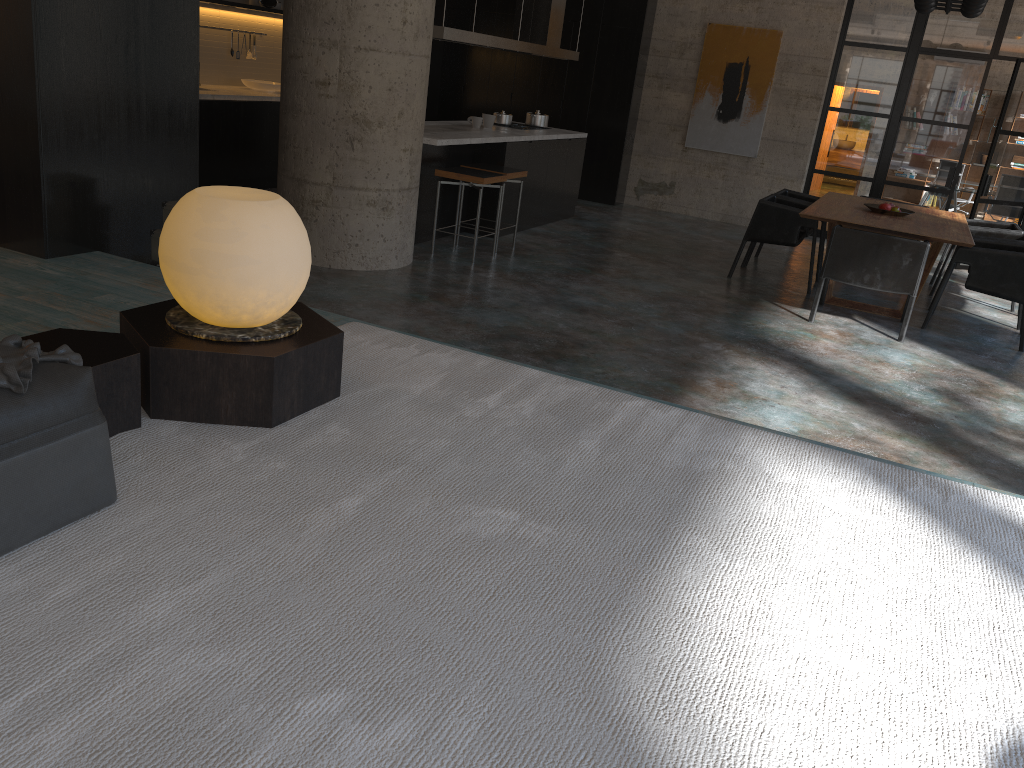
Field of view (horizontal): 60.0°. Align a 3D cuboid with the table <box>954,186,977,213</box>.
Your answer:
[{"bbox_3d":[6.759,-2.290,12.450,1.800,0.721,0.800,15,21,21],"label":"table"}]

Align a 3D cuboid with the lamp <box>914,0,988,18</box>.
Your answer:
[{"bbox_3d":[3.678,-3.729,7.097,0.583,1.327,1.813,15,21,21],"label":"lamp"}]

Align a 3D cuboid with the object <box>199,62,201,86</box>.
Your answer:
[{"bbox_3d":[-3.353,-3.300,9.265,0.060,0.336,0.291,13,20,15],"label":"object"}]

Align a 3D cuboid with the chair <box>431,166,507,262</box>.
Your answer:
[{"bbox_3d":[-0.377,-1.440,7.506,0.450,0.698,0.450,15,21,21],"label":"chair"}]

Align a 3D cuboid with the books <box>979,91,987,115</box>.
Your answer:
[{"bbox_3d":[8.151,-4.863,15.360,0.036,0.379,0.244,15,21,21],"label":"books"}]

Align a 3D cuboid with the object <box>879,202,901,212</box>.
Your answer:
[{"bbox_3d":[3.350,-1.560,7.850,0.219,0.097,0.100,-1,22,-23],"label":"object"}]

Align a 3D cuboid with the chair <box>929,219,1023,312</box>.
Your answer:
[{"bbox_3d":[4.544,-1.194,8.586,0.754,0.738,0.707,15,21,21],"label":"chair"}]

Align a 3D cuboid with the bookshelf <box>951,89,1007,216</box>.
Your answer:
[{"bbox_3d":[8.293,-3.984,15.533,3.034,2.179,0.366,15,21,21],"label":"bookshelf"}]

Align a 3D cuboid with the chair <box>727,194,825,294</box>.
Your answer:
[{"bbox_3d":[2.502,-1.323,8.190,0.754,0.738,0.707,15,21,21],"label":"chair"}]

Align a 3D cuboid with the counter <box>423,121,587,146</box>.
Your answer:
[{"bbox_3d":[-0.319,-2.486,8.703,1.000,0.046,3.500,15,21,21],"label":"counter"}]

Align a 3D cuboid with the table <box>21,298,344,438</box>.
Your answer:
[{"bbox_3d":[-0.989,-0.052,2.781,0.616,0.230,1.044,15,21,21],"label":"table"}]

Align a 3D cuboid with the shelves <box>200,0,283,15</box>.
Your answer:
[{"bbox_3d":[-2.910,-4.099,9.629,0.403,0.043,4.362,15,21,21],"label":"shelves"}]

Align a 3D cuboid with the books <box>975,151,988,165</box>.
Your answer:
[{"bbox_3d":[8.282,-3.941,15.532,0.249,0.218,0.204,15,21,21],"label":"books"}]

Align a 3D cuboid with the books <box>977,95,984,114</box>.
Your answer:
[{"bbox_3d":[8.102,-4.848,15.381,0.055,0.326,0.255,15,21,21],"label":"books"}]

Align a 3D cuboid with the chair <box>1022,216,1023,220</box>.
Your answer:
[{"bbox_3d":[6.671,-2.319,12.065,0.653,1.015,0.684,15,21,20],"label":"chair"}]

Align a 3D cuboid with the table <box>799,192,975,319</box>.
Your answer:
[{"bbox_3d":[3.327,-1.168,8.037,1.299,0.756,2.410,15,21,21],"label":"table"}]

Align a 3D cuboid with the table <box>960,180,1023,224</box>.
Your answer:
[{"bbox_3d":[7.346,-2.835,14.170,1.800,0.721,0.800,15,21,21],"label":"table"}]

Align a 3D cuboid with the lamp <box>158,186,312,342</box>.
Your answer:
[{"bbox_3d":[-0.876,-0.398,2.822,0.462,0.417,0.462,-8,25,-37],"label":"lamp"}]

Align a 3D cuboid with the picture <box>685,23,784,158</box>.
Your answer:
[{"bbox_3d":[2.748,-3.652,11.053,0.928,1.494,0.029,15,21,21],"label":"picture"}]

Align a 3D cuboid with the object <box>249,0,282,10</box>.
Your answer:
[{"bbox_3d":[-2.705,-4.335,9.936,0.334,0.240,0.462,14,21,18],"label":"object"}]

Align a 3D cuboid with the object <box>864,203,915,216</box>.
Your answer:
[{"bbox_3d":[3.349,-1.555,7.878,0.435,0.079,0.435,-4,23,-29],"label":"object"}]

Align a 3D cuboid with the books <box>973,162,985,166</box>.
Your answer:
[{"bbox_3d":[8.268,-3.843,15.568,0.335,0.033,0.284,15,21,21],"label":"books"}]

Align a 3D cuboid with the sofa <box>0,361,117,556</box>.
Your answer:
[{"bbox_3d":[-1.798,0.113,1.360,1.019,0.680,2.063,15,21,21],"label":"sofa"}]

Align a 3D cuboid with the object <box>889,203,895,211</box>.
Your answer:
[{"bbox_3d":[3.395,-1.568,7.907,0.110,0.082,0.088,-3,22,-26],"label":"object"}]

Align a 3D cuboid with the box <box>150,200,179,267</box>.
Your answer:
[{"bbox_3d":[-1.625,-0.686,4.453,0.280,0.441,0.331,11,20,11],"label":"box"}]

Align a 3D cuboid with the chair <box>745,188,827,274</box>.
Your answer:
[{"bbox_3d":[2.812,-1.513,8.827,0.754,0.738,0.707,15,21,21],"label":"chair"}]

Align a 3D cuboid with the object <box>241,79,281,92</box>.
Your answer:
[{"bbox_3d":[-2.772,-3.325,9.910,0.490,0.093,0.490,14,21,18],"label":"object"}]

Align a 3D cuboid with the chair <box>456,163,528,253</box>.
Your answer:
[{"bbox_3d":[-0.198,-1.594,7.997,0.450,0.698,0.450,15,21,21],"label":"chair"}]

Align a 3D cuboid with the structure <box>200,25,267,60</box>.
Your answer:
[{"bbox_3d":[-3.105,-3.768,9.828,0.074,0.315,1.171,15,21,21],"label":"structure"}]

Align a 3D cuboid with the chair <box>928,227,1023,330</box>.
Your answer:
[{"bbox_3d":[4.235,-0.982,7.888,0.754,0.738,0.707,17,22,25],"label":"chair"}]

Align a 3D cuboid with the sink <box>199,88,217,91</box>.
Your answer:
[{"bbox_3d":[-3.361,-2.845,8.689,0.458,0.134,0.890,15,21,21],"label":"sink"}]

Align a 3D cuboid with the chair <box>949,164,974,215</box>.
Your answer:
[{"bbox_3d":[6.729,-2.894,13.672,0.684,1.015,0.653,-5,23,-32],"label":"chair"}]

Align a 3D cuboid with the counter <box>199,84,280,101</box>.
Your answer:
[{"bbox_3d":[-2.766,-3.173,9.838,1.000,0.142,4.360,15,21,21],"label":"counter"}]

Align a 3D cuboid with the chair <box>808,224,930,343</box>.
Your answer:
[{"bbox_3d":[2.812,-0.837,6.963,0.707,0.738,0.754,15,21,21],"label":"chair"}]

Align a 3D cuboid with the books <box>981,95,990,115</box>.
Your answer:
[{"bbox_3d":[8.199,-4.830,15.366,0.055,0.326,0.255,15,21,21],"label":"books"}]

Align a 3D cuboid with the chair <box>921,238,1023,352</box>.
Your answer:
[{"bbox_3d":[3.841,-0.773,7.167,0.754,0.738,0.707,17,22,25],"label":"chair"}]

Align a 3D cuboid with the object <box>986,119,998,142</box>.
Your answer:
[{"bbox_3d":[8.334,-4.385,15.352,0.121,0.395,0.062,16,22,23],"label":"object"}]

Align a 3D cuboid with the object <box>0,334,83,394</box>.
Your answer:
[{"bbox_3d":[-1.236,-0.040,1.985,0.433,0.185,0.429,14,21,17],"label":"object"}]

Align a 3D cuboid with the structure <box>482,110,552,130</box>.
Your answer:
[{"bbox_3d":[0.071,-2.903,9.654,0.506,0.187,0.833,15,21,21],"label":"structure"}]

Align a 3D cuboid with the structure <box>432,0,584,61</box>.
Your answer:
[{"bbox_3d":[-0.021,-4.213,8.211,0.538,2.100,3.117,15,21,21],"label":"structure"}]

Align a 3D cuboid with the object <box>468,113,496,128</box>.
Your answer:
[{"bbox_3d":[-0.298,-2.617,8.811,0.188,0.133,0.437,16,21,21],"label":"object"}]

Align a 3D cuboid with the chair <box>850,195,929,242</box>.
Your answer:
[{"bbox_3d":[3.887,-1.525,9.257,0.707,0.738,0.754,15,21,21],"label":"chair"}]
